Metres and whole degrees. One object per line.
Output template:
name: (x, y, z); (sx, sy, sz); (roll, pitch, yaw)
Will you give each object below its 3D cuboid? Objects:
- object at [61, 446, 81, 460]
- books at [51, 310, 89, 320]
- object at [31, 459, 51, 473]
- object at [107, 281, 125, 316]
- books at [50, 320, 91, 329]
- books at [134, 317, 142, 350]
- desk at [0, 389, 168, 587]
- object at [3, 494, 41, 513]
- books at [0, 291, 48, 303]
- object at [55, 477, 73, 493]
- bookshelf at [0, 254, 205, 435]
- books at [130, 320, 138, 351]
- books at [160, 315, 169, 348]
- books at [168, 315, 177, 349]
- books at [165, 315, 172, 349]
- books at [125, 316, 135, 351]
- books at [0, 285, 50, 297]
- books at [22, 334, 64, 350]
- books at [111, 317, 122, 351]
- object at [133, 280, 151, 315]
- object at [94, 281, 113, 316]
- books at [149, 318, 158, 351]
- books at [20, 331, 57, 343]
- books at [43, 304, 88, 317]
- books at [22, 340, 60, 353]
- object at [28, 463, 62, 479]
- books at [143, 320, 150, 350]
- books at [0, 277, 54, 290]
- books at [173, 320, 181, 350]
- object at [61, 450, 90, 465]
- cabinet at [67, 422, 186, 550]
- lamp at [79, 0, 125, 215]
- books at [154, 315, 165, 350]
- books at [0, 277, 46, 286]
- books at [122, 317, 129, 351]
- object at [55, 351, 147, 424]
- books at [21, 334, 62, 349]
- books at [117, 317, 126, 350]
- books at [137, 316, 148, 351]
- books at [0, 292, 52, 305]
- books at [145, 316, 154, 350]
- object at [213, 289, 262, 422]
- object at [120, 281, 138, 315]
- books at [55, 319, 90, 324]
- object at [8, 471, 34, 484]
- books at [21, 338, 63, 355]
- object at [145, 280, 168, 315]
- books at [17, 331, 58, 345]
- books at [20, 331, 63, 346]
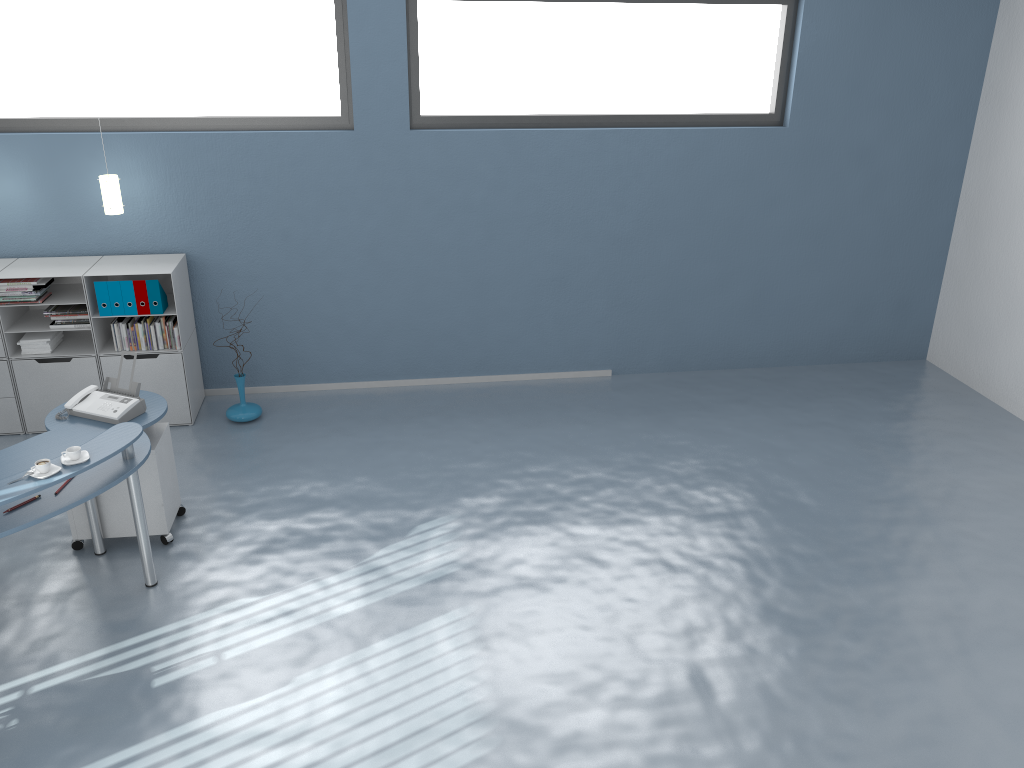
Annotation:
object: (-2.008, 0.319, 4.056); (0.078, 0.049, 0.062); (6, 23, 11)
books: (-3.040, -0.491, 6.163); (0.251, 0.034, 0.197); (-3, 23, -8)
object: (-2.087, 0.369, 3.935); (0.078, 0.049, 0.062); (-7, 24, -17)
object: (-2.714, -0.617, 6.130); (0.082, 0.247, 0.181); (-3, 23, -8)
books: (-3.046, -0.435, 6.178); (0.265, 0.034, 0.212); (-3, 23, -8)
books: (-2.629, -0.357, 6.267); (0.032, 0.193, 0.146); (-3, 23, -8)
desk: (-2.709, 0.738, 4.279); (2.282, 0.900, 1.402); (-14, 27, -31)
object: (-2.188, 0.536, 3.960); (0.013, 0.013, 0.178); (13, 26, 27)
books: (-3.334, -0.605, 6.046); (0.240, 0.034, 0.234); (-3, 23, -8)
object: (-2.084, 0.461, 4.145); (0.011, 0.010, 0.200); (1, 23, 0)
bookshelf: (-3.492, -0.273, 6.319); (2.294, 1.141, 0.521); (-3, 23, -8)
books: (-2.654, -0.344, 6.262); (0.021, 0.172, 0.157); (-3, 23, -8)
books: (-2.451, -0.384, 6.289); (0.032, 0.229, 0.138); (-3, 23, -8)
books: (-2.397, -0.371, 6.293); (0.032, 0.203, 0.157); (-3, 23, -8)
books: (-2.423, -0.367, 6.290); (0.022, 0.198, 0.157); (-3, 23, -8)
books: (-2.680, -0.357, 6.252); (0.032, 0.203, 0.157); (-3, 23, -8)
books: (-3.323, -0.646, 6.042); (0.265, 0.044, 0.212); (-3, 23, -8)
books: (-3.308, -0.296, 6.255); (0.190, 0.015, 0.270); (-2, 23, -7)
books: (-2.769, -0.352, 6.239); (0.040, 0.203, 0.157); (-3, 23, -8)
object: (-2.549, -0.626, 6.153); (0.082, 0.247, 0.181); (-3, 23, -8)
object: (-2.797, -0.613, 6.118); (0.082, 0.247, 0.181); (-3, 23, -8)
books: (-2.520, -0.353, 6.271); (0.032, 0.184, 0.173); (-3, 23, -8)
books: (-3.315, -0.349, 6.227); (0.190, 0.015, 0.270); (-5, 24, -13)
books: (-3.053, -0.520, 6.134); (0.283, 0.041, 0.224); (-3, 23, -8)
books: (-3.316, -0.280, 6.257); (0.190, 0.015, 0.270); (-4, 23, -11)
object: (-2.080, 0.390, 3.947); (0.119, 0.016, 0.119); (13, 26, 26)
books: (-2.566, -0.363, 6.270); (0.017, 0.203, 0.155); (-3, 23, -8)
books: (-3.308, -0.687, 6.041); (0.298, 0.034, 0.187); (-3, 23, -8)
books: (-2.364, -0.350, 6.296); (0.032, 0.163, 0.178); (-3, 23, -8)
object: (-2.001, 0.342, 4.064); (0.119, 0.016, 0.119); (-12, 26, -28)
cabinet: (-2.216, 0.577, 5.051); (0.559, 0.605, 0.383); (-2, 23, -6)
lamp: (-2.725, -1.996, 5.751); (0.120, 1.786, 0.120); (19, 29, 36)
books: (-2.485, -0.366, 6.280); (0.040, 0.203, 0.157); (-3, 23, -8)
books: (-3.326, -0.709, 6.015); (0.258, 0.024, 0.212); (-3, 23, -8)
books: (-2.707, -0.353, 6.249); (0.022, 0.198, 0.157); (-3, 23, -8)
object: (-2.226, 0.018, 4.841); (0.405, 0.280, 0.399); (9, 24, 19)
books: (-3.308, -0.307, 6.244); (0.190, 0.015, 0.270); (-3, 23, -8)
books: (-2.735, -0.369, 6.248); (0.032, 0.229, 0.138); (-3, 23, -8)
books: (-2.593, -0.366, 6.258); (0.038, 0.217, 0.166); (-3, 23, -8)
books: (-3.324, -0.586, 6.069); (0.265, 0.019, 0.209); (-3, 23, -8)
books: (-2.547, -0.384, 6.263); (0.021, 0.247, 0.157); (-3, 23, -8)
object: (-1.939, -0.196, 6.410); (0.357, 0.972, 0.312); (-14, 27, -31)
object: (-2.632, -0.621, 6.141); (0.082, 0.247, 0.181); (-3, 23, -8)
books: (-3.026, -0.462, 6.170); (0.224, 0.023, 0.212); (-3, 23, -8)
object: (-2.155, 0.409, 3.890); (0.025, 0.021, 0.119); (18, 28, 34)
books: (-3.316, -0.266, 6.263); (0.190, 0.015, 0.270); (-3, 23, -8)
object: (-2.467, -0.630, 6.165); (0.082, 0.247, 0.181); (-3, 23, -8)
books: (-3.325, -0.331, 6.224); (0.190, 0.015, 0.270); (-3, 23, -8)
books: (-3.310, -0.324, 6.245); (0.190, 0.015, 0.270); (-2, 23, -6)
